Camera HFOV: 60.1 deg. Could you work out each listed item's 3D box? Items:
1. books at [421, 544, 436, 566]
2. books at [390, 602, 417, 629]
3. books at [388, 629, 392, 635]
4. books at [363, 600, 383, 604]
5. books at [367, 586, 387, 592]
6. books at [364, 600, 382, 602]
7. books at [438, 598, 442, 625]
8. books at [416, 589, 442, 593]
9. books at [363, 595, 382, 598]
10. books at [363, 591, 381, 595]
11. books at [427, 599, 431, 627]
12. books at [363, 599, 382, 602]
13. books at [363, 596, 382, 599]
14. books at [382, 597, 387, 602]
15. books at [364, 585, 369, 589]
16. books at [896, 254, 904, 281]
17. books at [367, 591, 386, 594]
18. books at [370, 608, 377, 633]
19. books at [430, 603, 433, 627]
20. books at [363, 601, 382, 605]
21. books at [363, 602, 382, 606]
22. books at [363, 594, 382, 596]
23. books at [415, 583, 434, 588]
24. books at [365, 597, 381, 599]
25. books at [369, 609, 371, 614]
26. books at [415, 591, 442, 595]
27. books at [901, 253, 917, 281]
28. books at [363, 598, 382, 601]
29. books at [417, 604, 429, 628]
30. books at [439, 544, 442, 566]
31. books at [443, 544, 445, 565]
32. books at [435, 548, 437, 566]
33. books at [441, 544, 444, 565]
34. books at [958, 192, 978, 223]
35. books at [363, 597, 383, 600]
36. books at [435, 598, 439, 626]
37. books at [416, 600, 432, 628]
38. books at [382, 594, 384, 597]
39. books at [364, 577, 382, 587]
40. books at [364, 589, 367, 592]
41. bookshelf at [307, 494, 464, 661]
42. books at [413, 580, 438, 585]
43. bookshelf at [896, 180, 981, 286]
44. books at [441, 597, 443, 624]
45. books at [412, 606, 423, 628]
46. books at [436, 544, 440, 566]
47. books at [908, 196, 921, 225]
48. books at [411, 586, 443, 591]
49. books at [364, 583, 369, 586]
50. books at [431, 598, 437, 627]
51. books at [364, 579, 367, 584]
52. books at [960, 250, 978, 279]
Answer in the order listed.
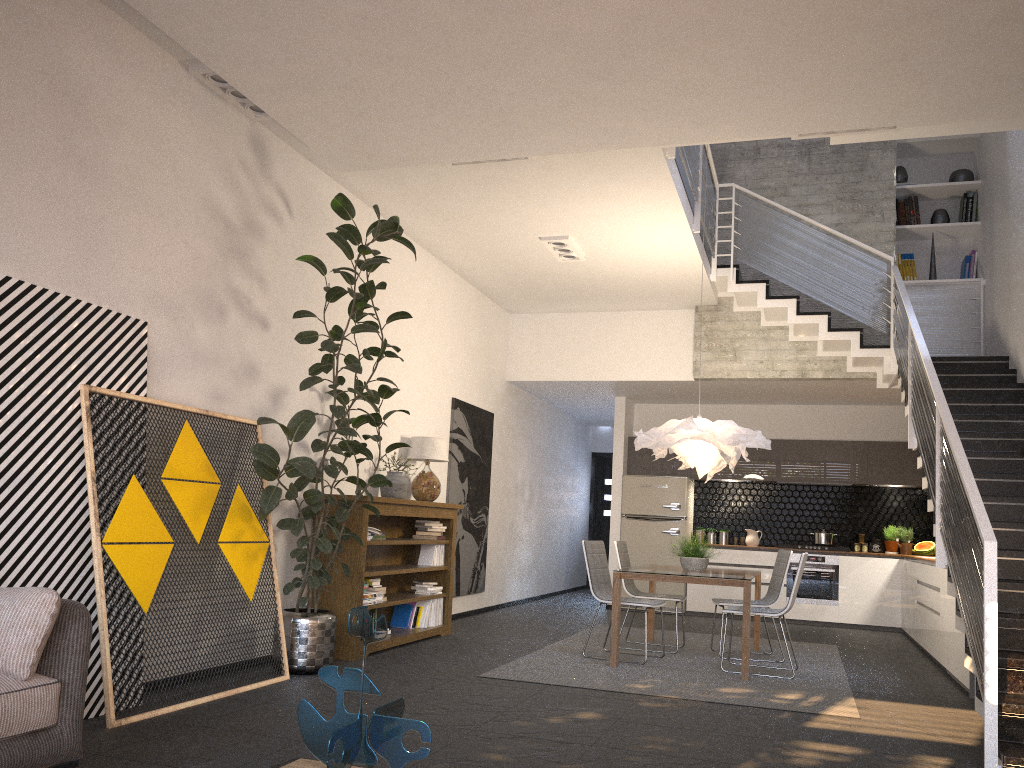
[{"bbox_3d":[-0.751,1.521,7.889,0.136,0.187,0.018,1,-6,18],"label":"books"},{"bbox_3d":[-0.927,1.972,7.578,0.171,0.226,0.166,1,-7,18],"label":"books"},{"bbox_3d":[-1.081,1.966,7.044,0.271,0.049,0.259,7,-10,-26],"label":"books"},{"bbox_3d":[-1.139,1.625,6.630,0.218,0.008,0.306,-1,-10,23],"label":"books"},{"bbox_3d":[-1.124,1.596,6.924,0.225,0.029,0.180,-1,-9,21],"label":"books"},{"bbox_3d":[-1.138,1.617,6.629,0.218,0.013,0.307,-1,-10,23],"label":"books"},{"bbox_3d":[-0.718,2.036,7.964,0.175,0.242,0.024,1,-6,18],"label":"books"},{"bbox_3d":[-0.731,1.819,7.797,0.174,0.019,0.245,2,-9,8],"label":"books"},{"bbox_3d":[-1.138,1.584,6.643,0.218,0.007,0.306,-1,-10,22],"label":"books"},{"bbox_3d":[-1.139,1.568,6.647,0.218,0.013,0.307,-1,-10,23],"label":"books"},{"bbox_3d":[-0.799,2.002,7.778,0.175,0.242,0.024,1,-6,18],"label":"books"},{"bbox_3d":[-1.144,1.612,6.633,0.218,0.008,0.290,-1,-10,24],"label":"books"},{"bbox_3d":[-1.136,1.590,6.641,0.218,0.007,0.306,-1,-10,22],"label":"books"},{"bbox_3d":[-1.124,1.672,6.905,0.243,0.034,0.181,0,-9,20],"label":"books"},{"bbox_3d":[-1.196,1.535,6.685,0.175,0.023,0.251,2,-9,4],"label":"books"},{"bbox_3d":[4.208,-1.206,9.722,0.159,0.370,0.274,1,-7,18],"label":"books"},{"bbox_3d":[-1.136,1.621,6.920,0.243,0.023,0.176,-1,-10,25],"label":"books"},{"bbox_3d":[-1.144,1.845,6.879,0.167,0.240,0.104,1,-7,18],"label":"books"},{"bbox_3d":[-0.773,2.025,7.795,0.155,0.204,0.021,1,-6,18],"label":"books"},{"bbox_3d":[-1.140,1.633,6.628,0.218,0.007,0.307,-1,-10,23],"label":"books"},{"bbox_3d":[-1.140,1.640,6.629,0.218,0.008,0.307,0,-9,18],"label":"books"},{"bbox_3d":[-1.141,1.576,6.645,0.218,0.007,0.306,-1,-10,23],"label":"books"},{"bbox_3d":[-0.766,1.771,7.798,0.155,0.022,0.206,3,-9,-2],"label":"books"},{"bbox_3d":[-1.139,1.597,6.638,0.218,0.008,0.290,-1,-10,22],"label":"books"},{"bbox_3d":[-1.177,1.834,6.815,0.171,0.239,0.085,1,-7,18],"label":"books"},{"bbox_3d":[-0.735,1.838,7.791,0.155,0.020,0.206,-2,-10,28],"label":"books"},{"bbox_3d":[4.331,-1.208,9.681,0.171,0.371,0.274,1,-7,18],"label":"books"},{"bbox_3d":[-1.144,1.607,6.634,0.218,0.008,0.290,-1,-10,24],"label":"books"},{"bbox_3d":[-0.815,2.006,7.664,0.155,0.193,0.105,1,-7,18],"label":"books"},{"bbox_3d":[-0.703,1.537,7.981,0.135,0.188,0.015,1,-6,18],"label":"books"},{"bbox_3d":[-0.678,1.550,8.055,0.135,0.188,0.031,1,-6,18],"label":"books"},{"bbox_3d":[-0.730,1.538,7.901,0.120,0.158,0.016,1,-6,18],"label":"books"},{"bbox_3d":[-0.687,1.547,8.033,0.136,0.187,0.018,1,-6,18],"label":"books"},{"bbox_3d":[4.911,-1.838,9.546,0.160,0.380,0.267,1,-7,18],"label":"books"},{"bbox_3d":[-1.141,1.602,6.642,0.218,0.006,0.306,-1,-10,23],"label":"books"},{"bbox_3d":[-0.737,2.024,7.897,0.174,0.242,0.019,1,-6,18],"label":"books"},{"bbox_3d":[-0.801,1.993,7.702,0.174,0.233,0.101,1,-7,18],"label":"books"},{"bbox_3d":[-1.132,1.643,6.904,0.227,0.023,0.167,0,-9,16],"label":"books"},{"bbox_3d":[-1.140,1.546,6.928,0.216,0.069,0.159,-2,-10,28],"label":"books"},{"bbox_3d":[-1.197,1.558,6.682,0.175,0.023,0.251,3,-9,-1],"label":"books"},{"bbox_3d":[-0.980,1.535,7.249,0.451,1.165,1.932,1,-8,18],"label":"bookshelf"},{"bbox_3d":[-0.767,1.750,7.807,0.148,0.023,0.222,8,-10,-30],"label":"books"},{"bbox_3d":[4.493,-1.553,9.589,0.973,1.100,0.445,1,-7,18],"label":"bookshelf"},{"bbox_3d":[-0.706,2.040,7.993,0.174,0.243,0.040,1,-6,18],"label":"books"},{"bbox_3d":[-0.863,2.007,7.627,0.146,0.182,0.148,0,-8,21],"label":"books"},{"bbox_3d":[-0.716,1.527,7.916,0.136,0.187,0.018,1,-6,18],"label":"books"},{"bbox_3d":[4.410,-1.837,9.730,0.134,0.380,0.274,1,-7,18],"label":"books"},{"bbox_3d":[-0.751,1.797,7.805,0.175,0.023,0.244,-2,-10,28],"label":"books"},{"bbox_3d":[-1.210,1.517,6.697,0.192,0.014,0.257,2,-9,6],"label":"books"},{"bbox_3d":[-0.755,2.010,7.814,0.175,0.242,0.024,1,-6,18],"label":"books"},{"bbox_3d":[-1.210,1.496,6.698,0.193,0.028,0.247,3,-9,-2],"label":"books"},{"bbox_3d":[4.893,-1.211,9.497,0.146,0.381,0.274,1,-7,18],"label":"books"}]
